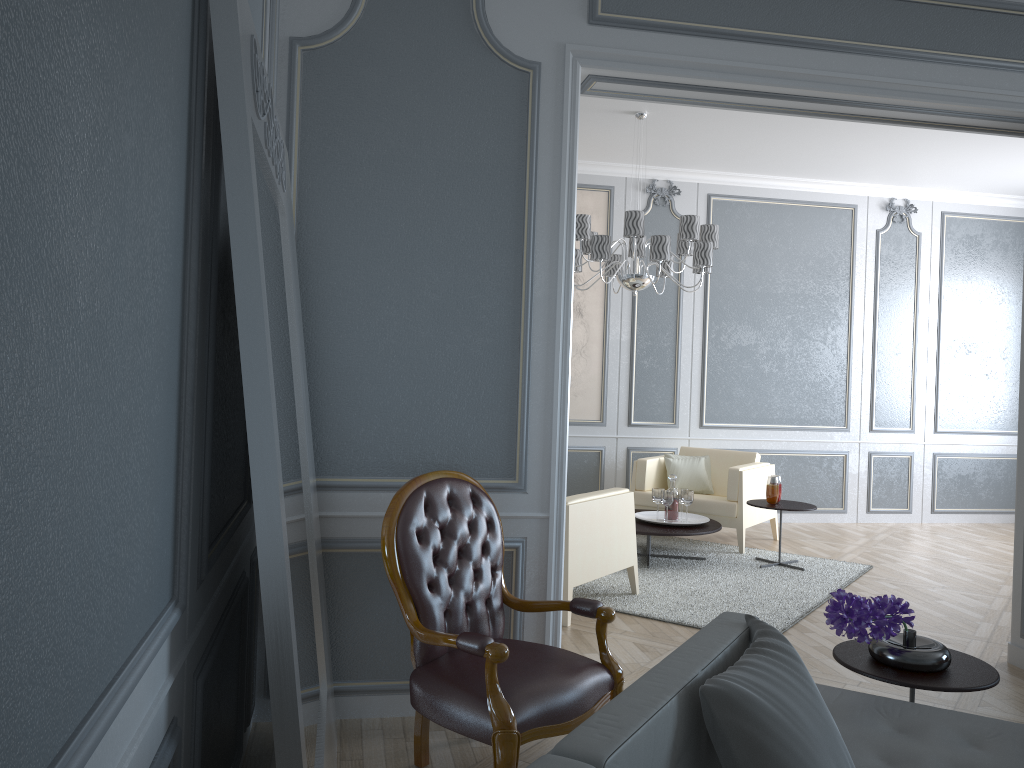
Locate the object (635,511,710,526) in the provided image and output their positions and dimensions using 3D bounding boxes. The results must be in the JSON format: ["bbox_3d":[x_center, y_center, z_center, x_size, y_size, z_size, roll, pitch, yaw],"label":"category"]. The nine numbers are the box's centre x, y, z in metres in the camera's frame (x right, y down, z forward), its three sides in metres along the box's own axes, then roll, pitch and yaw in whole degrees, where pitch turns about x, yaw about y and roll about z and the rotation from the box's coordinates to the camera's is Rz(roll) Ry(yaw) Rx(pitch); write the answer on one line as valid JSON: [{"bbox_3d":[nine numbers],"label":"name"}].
[{"bbox_3d":[0.990,0.842,5.513,0.468,0.028,0.468,2,1,2],"label":"object"}]

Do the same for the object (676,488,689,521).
[{"bbox_3d":[1.067,0.756,5.574,0.080,0.196,0.080,2,0,-28],"label":"object"}]

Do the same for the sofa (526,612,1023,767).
[{"bbox_3d":[0.502,0.804,1.193,0.810,0.668,2.204,2,1,29],"label":"sofa"}]

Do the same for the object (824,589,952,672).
[{"bbox_3d":[0.999,0.641,2.336,0.425,0.221,0.206,1,1,-41],"label":"object"}]

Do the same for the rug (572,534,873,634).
[{"bbox_3d":[0.851,1.089,5.243,2.001,0.010,2.000,3,1,34],"label":"rug"}]

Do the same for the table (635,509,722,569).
[{"bbox_3d":[0.857,0.970,5.547,0.882,0.239,0.882,2,1,-13],"label":"table"}]

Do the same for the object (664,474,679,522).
[{"bbox_3d":[0.998,0.708,5.525,0.086,0.290,0.086,2,0,10],"label":"object"}]

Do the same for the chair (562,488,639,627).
[{"bbox_3d":[0.115,0.769,4.535,0.855,0.621,0.737,2,1,34],"label":"chair"}]

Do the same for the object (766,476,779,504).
[{"bbox_3d":[1.594,0.650,5.425,0.075,0.165,0.075,2,0,-22],"label":"object"}]

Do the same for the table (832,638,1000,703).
[{"bbox_3d":[1.086,0.946,2.414,0.414,0.385,0.414,2,0,-23],"label":"table"}]

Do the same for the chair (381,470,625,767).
[{"bbox_3d":[-0.039,0.689,2.557,0.575,0.828,0.572,2,0,39],"label":"chair"}]

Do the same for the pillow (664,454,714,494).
[{"bbox_3d":[1.277,0.649,6.400,0.351,0.276,0.184,2,0,-5],"label":"pillow"}]

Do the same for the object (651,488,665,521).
[{"bbox_3d":[0.911,0.751,5.534,0.080,0.196,0.080,2,0,-28],"label":"object"}]

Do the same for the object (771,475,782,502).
[{"bbox_3d":[1.634,0.650,5.502,0.075,0.165,0.075,2,0,38],"label":"object"}]

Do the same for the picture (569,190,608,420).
[{"bbox_3d":[0.119,-0.616,6.693,1.199,1.751,0.001,2,0,-11],"label":"picture"}]

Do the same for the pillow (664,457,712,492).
[{"bbox_3d":[1.250,0.649,6.315,0.312,0.245,0.163,2,0,-17],"label":"pillow"}]

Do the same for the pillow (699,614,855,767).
[{"bbox_3d":[0.465,0.625,1.473,0.253,0.354,0.422,2,1,27],"label":"pillow"}]

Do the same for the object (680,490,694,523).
[{"bbox_3d":[1.084,0.758,5.491,0.080,0.196,0.080,2,0,-28],"label":"object"}]

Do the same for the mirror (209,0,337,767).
[{"bbox_3d":[-0.505,0.204,2.051,0.251,1.792,1.400,2,0,-11],"label":"mirror"}]

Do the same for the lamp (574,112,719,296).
[{"bbox_3d":[0.766,-1.097,5.428,0.976,1.120,0.976,2,0,-23],"label":"lamp"}]

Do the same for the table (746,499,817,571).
[{"bbox_3d":[1.641,0.927,5.423,0.414,0.385,0.414,2,1,37],"label":"table"}]

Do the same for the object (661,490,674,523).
[{"bbox_3d":[0.952,0.754,5.445,0.080,0.196,0.080,2,0,-8],"label":"object"}]

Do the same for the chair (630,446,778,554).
[{"bbox_3d":[1.355,0.785,6.270,0.855,0.621,0.737,2,1,34],"label":"chair"}]
